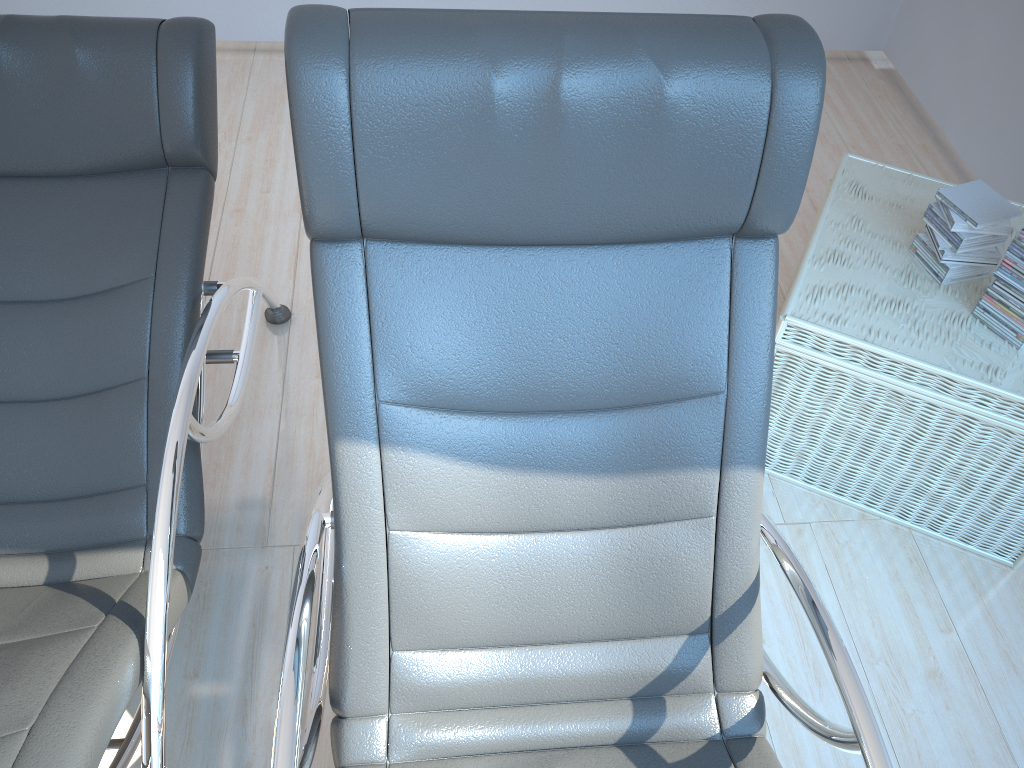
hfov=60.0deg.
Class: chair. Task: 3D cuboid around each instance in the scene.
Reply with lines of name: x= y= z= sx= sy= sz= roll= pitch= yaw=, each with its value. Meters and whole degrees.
chair: x=0.096 y=0.511 z=1.147 sx=0.836 sy=1.251 sz=1.938 roll=-1 pitch=48 yaw=-6
chair: x=-0.928 y=0.255 z=1.489 sx=0.836 sy=0.953 sz=2.114 roll=-1 pitch=48 yaw=-6

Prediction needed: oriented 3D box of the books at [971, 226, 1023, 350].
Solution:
books: x=1.120 y=-0.236 z=1.875 sx=0.149 sy=0.300 sz=0.149 roll=-25 pitch=55 yaw=-25

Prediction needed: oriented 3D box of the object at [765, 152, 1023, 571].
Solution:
object: x=1.059 y=-0.089 z=2.269 sx=0.745 sy=0.518 sz=0.744 roll=21 pitch=50 yaw=14

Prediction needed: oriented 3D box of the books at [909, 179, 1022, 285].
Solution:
books: x=1.037 y=-0.346 z=2.046 sx=0.162 sy=0.184 sz=0.165 roll=-3 pitch=48 yaw=-7
